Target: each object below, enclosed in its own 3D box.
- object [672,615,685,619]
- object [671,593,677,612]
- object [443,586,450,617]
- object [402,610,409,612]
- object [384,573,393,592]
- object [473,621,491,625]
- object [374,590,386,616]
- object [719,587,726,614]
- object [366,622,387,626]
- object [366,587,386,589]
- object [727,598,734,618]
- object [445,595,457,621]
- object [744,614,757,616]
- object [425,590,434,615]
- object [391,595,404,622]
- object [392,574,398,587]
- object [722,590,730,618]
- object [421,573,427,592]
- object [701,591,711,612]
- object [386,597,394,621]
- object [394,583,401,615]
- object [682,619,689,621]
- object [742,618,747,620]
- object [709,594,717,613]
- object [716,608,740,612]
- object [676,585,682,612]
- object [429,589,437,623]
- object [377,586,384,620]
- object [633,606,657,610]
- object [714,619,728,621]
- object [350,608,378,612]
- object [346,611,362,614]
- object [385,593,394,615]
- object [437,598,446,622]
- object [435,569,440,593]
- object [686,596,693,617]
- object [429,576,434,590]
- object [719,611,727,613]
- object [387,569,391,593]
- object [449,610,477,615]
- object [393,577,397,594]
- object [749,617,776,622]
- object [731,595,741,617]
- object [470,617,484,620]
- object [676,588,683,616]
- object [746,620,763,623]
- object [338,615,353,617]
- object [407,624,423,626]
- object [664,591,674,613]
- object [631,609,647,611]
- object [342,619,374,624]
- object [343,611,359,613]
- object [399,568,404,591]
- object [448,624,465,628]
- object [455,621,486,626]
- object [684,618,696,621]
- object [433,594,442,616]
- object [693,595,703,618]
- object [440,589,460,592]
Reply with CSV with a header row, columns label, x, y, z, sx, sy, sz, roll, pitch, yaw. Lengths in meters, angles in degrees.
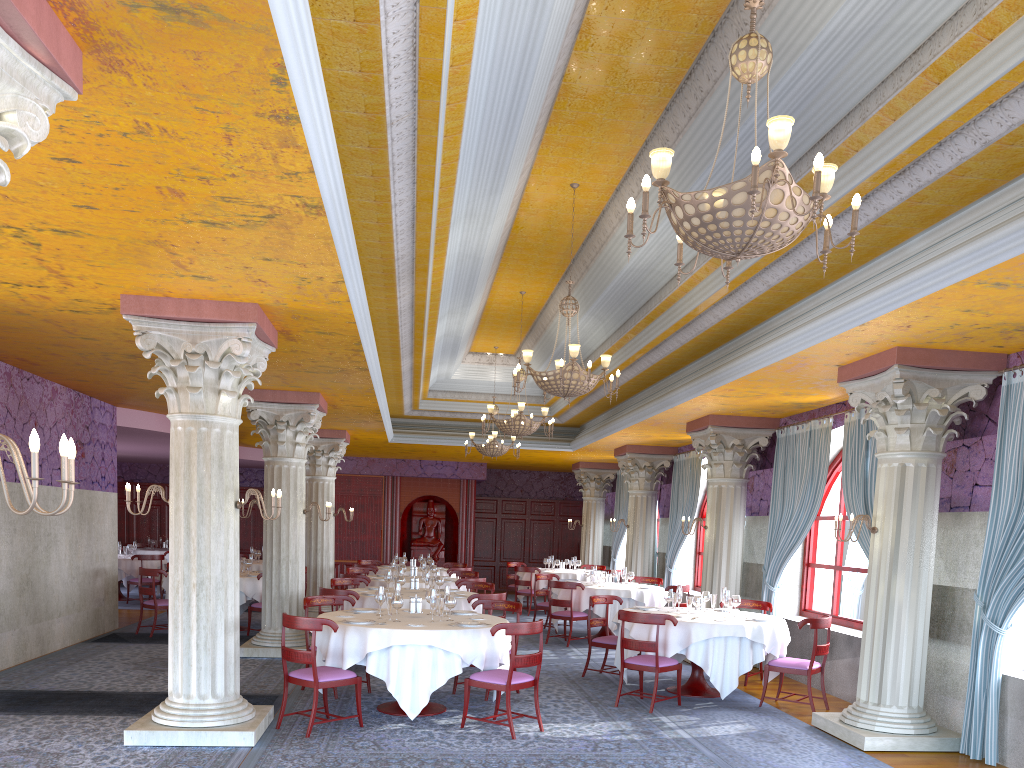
label,x,y,z,sx,sy,sz,roll,pitch,yaw
object,1.831,2.681,9.833,0.312,0.024,0.316,0,-10,13
object,2.015,2.715,10.633,0.086,0.241,0.084,0,4,-27
object,-0.688,2.301,9.063,0.074,0.341,0.072,1,5,-15
object,-1.147,2.525,9.537,0.159,0.009,0.159,3,-9,-7
object,-1.758,2.810,12.146,0.122,0.268,0.120,3,3,7
object,-0.305,2.392,8.578,0.256,0.020,0.055,-6,-11,42
object,-1.383,2.296,8.975,0.122,0.268,0.120,1,3,-15
object,2.625,2.691,10.639,0.073,0.341,0.073,5,6,30
object,-1.296,2.284,8.156,0.054,0.020,0.259,-5,-12,42
object,-1.988,2.979,12.497,0.313,0.024,0.315,3,-9,-7
object,2.599,2.668,10.216,0.086,0.241,0.084,0,4,-27
object,-0.629,2.282,8.719,0.122,0.268,0.120,1,3,-15
object,2.944,2.853,10.564,0.158,0.009,0.160,0,-10,13
object,-0.876,2.357,9.224,0.121,0.268,0.121,4,4,30
object,-1.136,2.221,8.471,0.122,0.268,0.120,3,3,7
object,-1.673,2.840,12.228,0.086,0.241,0.084,2,4,-4
object,2.528,2.598,10.106,0.074,0.341,0.072,1,5,-15
object,-1.250,2.871,12.394,0.122,0.268,0.120,3,3,7
object,2.438,2.746,10.800,0.122,0.268,0.120,1,3,-15
object,-1.217,2.246,8.557,0.086,0.241,0.084,2,4,-4
object,-1.223,2.297,9.158,0.074,0.341,0.072,1,5,-15
object,1.985,2.684,9.755,0.022,0.003,0.255,-5,-12,37
object,2.729,2.760,10.064,0.029,0.011,0.140,-4,-11,40
object,2.518,2.748,10.716,0.085,0.241,0.084,3,4,18
object,2.775,2.918,11.038,0.313,0.024,0.315,3,-9,-7
object,2.090,2.686,10.734,0.073,0.341,0.073,5,6,30
object,-0.786,2.209,8.530,0.074,0.341,0.072,1,5,-15
object,-1.321,2.204,8.625,0.074,0.341,0.072,1,5,-15
object,1.700,2.854,10.903,0.313,0.024,0.315,3,-9,-7
object,2.389,2.702,9.788,0.159,0.009,0.159,3,-9,-7
object,-1.614,2.465,9.327,0.312,0.024,0.316,0,-10,13
object,-1.695,2.447,9.174,0.252,0.003,0.022,-5,-12,37
object,-1.298,2.326,9.057,0.086,0.241,0.084,0,4,-27
object,-0.714,2.279,8.640,0.085,0.241,0.084,3,4,18
object,-1.062,2.816,12.233,0.073,0.341,0.073,5,6,30
object,2.097,2.635,10.133,0.086,0.241,0.084,0,4,-27
object,-1.170,2.873,12.311,0.085,0.241,0.085,6,5,41
object,2.678,2.891,10.862,0.138,0.011,0.030,-6,-11,40
object,-1.695,2.718,11.796,0.073,0.341,0.073,5,6,30
object,-0.539,2.528,9.462,0.315,0.024,0.314,7,-10,-26
object,-1.591,2.760,11.728,0.085,0.241,0.084,3,4,18
object,2.907,2.744,9.968,0.312,0.024,0.316,0,-10,13
object,2.685,2.671,10.295,0.122,0.268,0.120,1,3,-15
object,-0.370,2.463,8.988,0.159,0.009,0.159,3,-9,-7
object,1.993,2.593,10.201,0.073,0.341,0.073,5,6,30
object,2.776,2.724,9.839,0.231,0.013,0.028,-5,-10,38
object,-1.702,2.375,8.761,0.159,0.009,0.159,3,-9,-7
object,-0.925,2.313,8.212,0.159,0.009,0.159,3,-9,-7
object,1.930,2.685,10.552,0.122,0.268,0.120,3,3,7
object,1.598,2.821,10.718,0.256,0.020,0.055,-6,-11,42
object,-1.482,2.291,8.257,0.312,0.024,0.316,0,-10,13
object,-1.716,2.432,9.141,0.256,0.020,0.055,-6,-11,42
object,-1.598,2.811,12.329,0.073,0.341,0.073,5,6,30
object,-0.538,2.334,8.262,0.231,0.013,0.028,-5,-10,38
object,-0.407,2.355,8.392,0.312,0.024,0.316,0,-10,13
object,2.017,2.673,9.732,0.054,0.020,0.259,-5,-12,42
object,-0.796,2.359,9.140,0.086,0.241,0.084,0,4,-27
object,2.178,2.611,10.047,0.122,0.268,0.120,3,3,7
object,-0.913,3.042,12.633,0.313,0.024,0.315,3,-9,-7
